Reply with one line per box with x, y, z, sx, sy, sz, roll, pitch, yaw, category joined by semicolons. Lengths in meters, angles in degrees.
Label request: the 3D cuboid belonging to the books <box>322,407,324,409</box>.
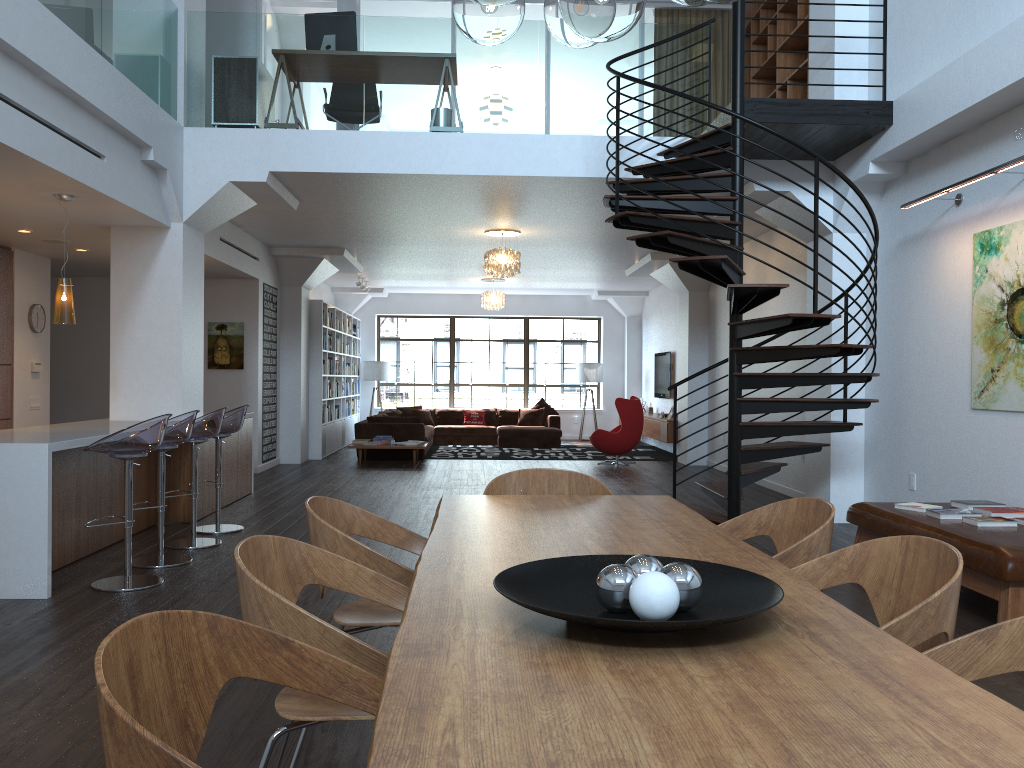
-3.000;0.480;13.700;0.183;0.253;0.042;0;0;-2;books

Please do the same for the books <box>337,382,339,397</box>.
-3.043;0.094;15.077;0.183;0.253;0.034;0;0;-3;books

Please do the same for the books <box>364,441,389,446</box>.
-1.976;0.864;12.899;0.236;0.035;0.340;1;0;23;books

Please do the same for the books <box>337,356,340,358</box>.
-3.063;-0.463;15.269;0.129;0.043;0.185;1;0;12;books

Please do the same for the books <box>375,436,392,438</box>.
-1.922;0.794;13.306;0.224;0.027;0.157;0;0;3;books

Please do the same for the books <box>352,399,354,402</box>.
-3.129;0.438;17.158;0.140;0.298;0.044;0;0;-2;books

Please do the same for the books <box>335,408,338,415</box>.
-3.051;0.502;15.139;0.139;0.191;0.036;0;0;-2;books

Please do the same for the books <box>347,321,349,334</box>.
-3.097;-1.032;16.339;0.171;0.246;0.057;0;0;-2;books

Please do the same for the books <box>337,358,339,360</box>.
-3.070;-0.430;15.273;0.144;0.024;0.208;0;0;3;books

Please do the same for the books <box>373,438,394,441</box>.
-1.927;0.825;13.308;0.279;0.035;0.191;1;0;8;books

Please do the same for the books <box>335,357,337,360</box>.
-3.039;-0.427;14.862;0.174;0.045;0.240;0;0;-3;books

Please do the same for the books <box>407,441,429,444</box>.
-1.434;0.866;13.258;0.256;0.035;0.350;1;0;23;books

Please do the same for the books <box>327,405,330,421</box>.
-3.027;0.473;14.294;0.180;0.259;0.042;0;0;-2;books

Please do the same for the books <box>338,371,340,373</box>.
-3.068;-0.212;15.247;0.160;0.039;0.251;0;0;3;books

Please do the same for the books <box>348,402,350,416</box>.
-3.105;0.464;16.451;0.183;0.253;0.034;0;0;-3;books

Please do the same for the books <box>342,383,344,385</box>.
-3.098;0.005;15.710;0.223;0.032;0.161;0;0;-2;books

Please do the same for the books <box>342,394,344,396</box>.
-3.109;0.199;15.699;0.246;0.038;0.171;0;0;-2;books

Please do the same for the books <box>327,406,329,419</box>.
-3.019;0.476;14.141;0.183;0.253;0.042;0;0;-2;books

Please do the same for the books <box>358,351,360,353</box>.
-3.182;-0.630;17.623;0.254;0.032;0.174;1;0;33;books

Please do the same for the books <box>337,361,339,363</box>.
-3.077;-0.375;15.258;0.161;0.033;0.223;0;0;-2;books

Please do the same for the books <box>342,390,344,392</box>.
-3.116;0.122;15.725;0.259;0.040;0.180;0;0;-2;books

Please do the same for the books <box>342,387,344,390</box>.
-3.101;0.080;15.712;0.231;0.044;0.168;0;0;-7;books

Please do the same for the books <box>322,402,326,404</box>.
-2.982;0.295;13.616;0.223;0.027;0.161;1;0;7;books

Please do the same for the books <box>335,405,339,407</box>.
-3.066;0.481;15.365;0.140;0.231;0.042;0;0;-2;books

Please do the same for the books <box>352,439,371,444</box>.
-2.237;0.855;13.231;0.241;0.045;0.334;0;0;-1;books

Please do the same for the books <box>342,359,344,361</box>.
-3.079;-0.420;15.599;0.223;0.031;0.161;0;0;-2;books

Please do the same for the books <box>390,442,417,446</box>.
-1.574;0.866;12.907;0.342;0.040;0.231;1;0;38;books

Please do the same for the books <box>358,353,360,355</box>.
-3.185;-0.598;17.628;0.284;0.033;0.197;1;0;13;books

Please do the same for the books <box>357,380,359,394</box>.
-3.164;0.061;17.813;0.176;0.290;0.053;0;0;-2;books

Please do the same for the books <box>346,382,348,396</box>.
-3.087;0.089;16.148;0.182;0.253;0.098;0;0;-2;books

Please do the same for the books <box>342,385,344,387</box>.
-3.104;0.039;15.704;0.253;0.040;0.183;0;0;-2;books

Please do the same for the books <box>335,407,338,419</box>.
-3.058;0.497;15.171;0.146;0.202;0.027;0;0;-2;books

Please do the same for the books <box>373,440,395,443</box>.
-1.923;0.861;13.304;0.312;0.037;0.216;0;0;-12;books

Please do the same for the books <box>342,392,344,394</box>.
-3.110;0.161;15.701;0.251;0.037;0.160;0;0;3;books

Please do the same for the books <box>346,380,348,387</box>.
-3.108;0.070;16.251;0.197;0.290;0.136;0;0;-2;books

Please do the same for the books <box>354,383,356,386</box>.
-3.150;0.095;17.331;0.168;0.228;0.139;0;0;-2;books

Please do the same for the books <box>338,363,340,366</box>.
-3.070;-0.338;15.252;0.183;0.042;0.253;0;0;-2;books

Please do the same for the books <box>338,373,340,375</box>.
-3.066;-0.173;15.249;0.171;0.039;0.246;0;0;-2;books

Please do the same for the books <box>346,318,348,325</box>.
-3.097;-1.053;16.212;0.176;0.290;0.053;0;0;-2;books

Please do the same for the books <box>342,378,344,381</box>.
-3.085;-0.080;15.697;0.185;0.041;0.129;1;0;12;books

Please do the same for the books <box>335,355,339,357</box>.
-3.029;-0.463;14.840;0.223;0.027;0.161;1;0;7;books

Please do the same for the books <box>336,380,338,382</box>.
-3.053;0.075;15.112;0.176;0.290;0.036;0;0;-3;books

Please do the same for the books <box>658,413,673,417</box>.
2.632;0.531;15.027;0.250;0.053;0.400;0;0;-2;books

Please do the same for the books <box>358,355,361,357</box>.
-3.185;-0.563;17.628;0.284;0.035;0.197;1;0;28;books

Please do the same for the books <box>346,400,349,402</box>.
-3.116;0.446;16.485;0.176;0.290;0.036;0;0;-3;books
